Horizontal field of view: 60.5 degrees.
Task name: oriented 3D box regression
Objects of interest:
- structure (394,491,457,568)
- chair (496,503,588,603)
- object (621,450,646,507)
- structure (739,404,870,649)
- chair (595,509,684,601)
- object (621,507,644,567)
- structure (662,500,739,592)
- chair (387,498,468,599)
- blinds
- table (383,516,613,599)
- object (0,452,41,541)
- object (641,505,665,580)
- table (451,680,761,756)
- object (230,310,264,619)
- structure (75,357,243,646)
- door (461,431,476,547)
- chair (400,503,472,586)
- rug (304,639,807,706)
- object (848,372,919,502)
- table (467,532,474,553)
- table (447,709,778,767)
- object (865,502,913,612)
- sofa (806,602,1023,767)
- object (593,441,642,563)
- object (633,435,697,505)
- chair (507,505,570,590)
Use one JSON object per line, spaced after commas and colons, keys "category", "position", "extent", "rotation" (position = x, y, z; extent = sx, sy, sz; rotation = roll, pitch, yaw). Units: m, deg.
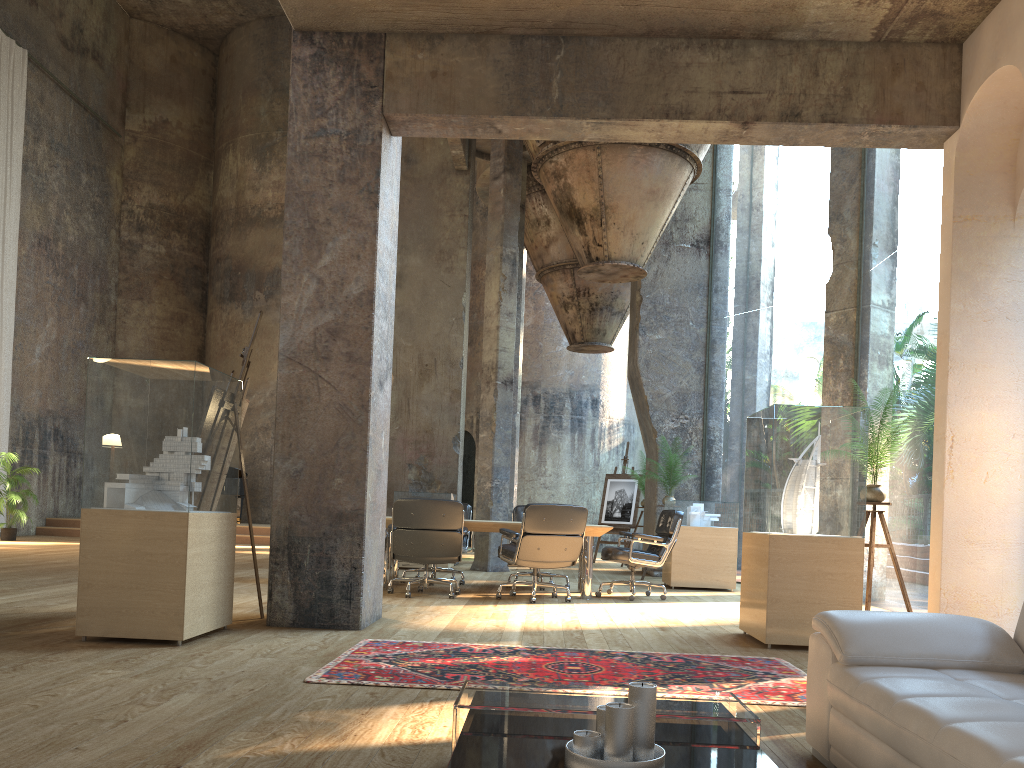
{"category": "structure", "position": [-1.166, 1.965, 11.761], "extent": [0.743, 1.009, 0.740], "rotation": [2, -3, 2]}
{"category": "chair", "position": [0.233, 1.540, 8.069], "extent": [0.732, 0.888, 0.824], "rotation": [4, -5, -24]}
{"category": "object", "position": [2.090, 1.482, 13.888], "extent": [0.687, 0.935, 0.866], "rotation": [1, -4, 23]}
{"category": "structure", "position": [1.931, 0.961, 5.888], "extent": [0.594, 1.540, 0.747], "rotation": [2, -2, 2]}
{"category": "chair", "position": [1.238, 1.676, 8.719], "extent": [0.821, 0.888, 0.735], "rotation": [3, -4, -3]}
{"category": "object", "position": [2.108, 2.426, 13.849], "extent": [0.658, 0.968, 0.574], "rotation": [3, -3, -4]}
{"category": "structure", "position": [2.196, 1.888, 10.320], "extent": [0.735, 1.009, 0.748], "rotation": [2, -3, 2]}
{"category": "chair", "position": [-0.778, 1.501, 8.078], "extent": [0.730, 0.888, 0.827], "rotation": [3, -4, -4]}
{"category": "blinds", "position": [-8.987, -2.224, 11.814], "extent": [0.275, 8.598, 7.887], "rotation": [2, -4, 3]}
{"category": "table", "position": [-0.254, 1.719, 8.777], "extent": [2.409, 0.696, 1.114], "rotation": [2, -6, 2]}
{"category": "object", "position": [-8.326, 1.864, 14.516], "extent": [1.092, 1.449, 1.136], "rotation": [3, -4, -7]}
{"category": "object", "position": [2.093, 2.055, 11.334], "extent": [0.570, 0.967, 0.663], "rotation": [0, -4, 38]}
{"category": "table", "position": [0.266, 1.068, 2.643], "extent": [0.859, 0.245, 0.373], "rotation": [2, -6, 2]}
{"category": "object", "position": [-1.999, 0.550, 6.016], "extent": [0.684, 2.137, 0.704], "rotation": [2, -1, 1]}
{"category": "structure", "position": [-2.022, 0.689, 5.121], "extent": [0.594, 1.540, 0.747], "rotation": [2, -2, 2]}
{"category": "door", "position": [-1.047, 2.356, 19.879], "extent": [0.902, 2.619, 0.111], "rotation": [1, -2, 45]}
{"category": "chair", "position": [-0.824, 1.717, 9.563], "extent": [0.729, 0.888, 0.828], "rotation": [2, -4, 9]}
{"category": "rug", "position": [0.320, 1.459, 4.513], "extent": [2.461, 0.009, 1.358], "rotation": [2, -8, 2]}
{"category": "object", "position": [2.611, 0.395, 6.352], "extent": [0.688, 0.935, 0.865], "rotation": [3, -4, -7]}
{"category": "table", "position": [-0.202, 2.712, 15.000], "extent": [1.870, 0.543, 0.949], "rotation": [2, -6, 2]}
{"category": "table", "position": [0.251, 1.034, 2.274], "extent": [0.790, 0.201, 1.120], "rotation": [2, -8, 2]}
{"category": "object", "position": [2.511, 1.338, 6.337], "extent": [0.661, 0.968, 0.571], "rotation": [4, -3, -33]}
{"category": "sofa", "position": [0.839, 0.699, 1.619], "extent": [2.063, 0.717, 2.954], "rotation": [2, -8, 2]}
{"category": "object", "position": [1.874, 2.029, 15.019], "extent": [0.700, 2.137, 0.688], "rotation": [1, -2, 31]}
{"category": "object", "position": [1.978, 1.116, 11.430], "extent": [0.858, 0.935, 0.693], "rotation": [2, -3, 5]}
{"category": "chair", "position": [0.291, 1.756, 9.519], "extent": [0.729, 0.888, 0.827], "rotation": [2, -4, 3]}
